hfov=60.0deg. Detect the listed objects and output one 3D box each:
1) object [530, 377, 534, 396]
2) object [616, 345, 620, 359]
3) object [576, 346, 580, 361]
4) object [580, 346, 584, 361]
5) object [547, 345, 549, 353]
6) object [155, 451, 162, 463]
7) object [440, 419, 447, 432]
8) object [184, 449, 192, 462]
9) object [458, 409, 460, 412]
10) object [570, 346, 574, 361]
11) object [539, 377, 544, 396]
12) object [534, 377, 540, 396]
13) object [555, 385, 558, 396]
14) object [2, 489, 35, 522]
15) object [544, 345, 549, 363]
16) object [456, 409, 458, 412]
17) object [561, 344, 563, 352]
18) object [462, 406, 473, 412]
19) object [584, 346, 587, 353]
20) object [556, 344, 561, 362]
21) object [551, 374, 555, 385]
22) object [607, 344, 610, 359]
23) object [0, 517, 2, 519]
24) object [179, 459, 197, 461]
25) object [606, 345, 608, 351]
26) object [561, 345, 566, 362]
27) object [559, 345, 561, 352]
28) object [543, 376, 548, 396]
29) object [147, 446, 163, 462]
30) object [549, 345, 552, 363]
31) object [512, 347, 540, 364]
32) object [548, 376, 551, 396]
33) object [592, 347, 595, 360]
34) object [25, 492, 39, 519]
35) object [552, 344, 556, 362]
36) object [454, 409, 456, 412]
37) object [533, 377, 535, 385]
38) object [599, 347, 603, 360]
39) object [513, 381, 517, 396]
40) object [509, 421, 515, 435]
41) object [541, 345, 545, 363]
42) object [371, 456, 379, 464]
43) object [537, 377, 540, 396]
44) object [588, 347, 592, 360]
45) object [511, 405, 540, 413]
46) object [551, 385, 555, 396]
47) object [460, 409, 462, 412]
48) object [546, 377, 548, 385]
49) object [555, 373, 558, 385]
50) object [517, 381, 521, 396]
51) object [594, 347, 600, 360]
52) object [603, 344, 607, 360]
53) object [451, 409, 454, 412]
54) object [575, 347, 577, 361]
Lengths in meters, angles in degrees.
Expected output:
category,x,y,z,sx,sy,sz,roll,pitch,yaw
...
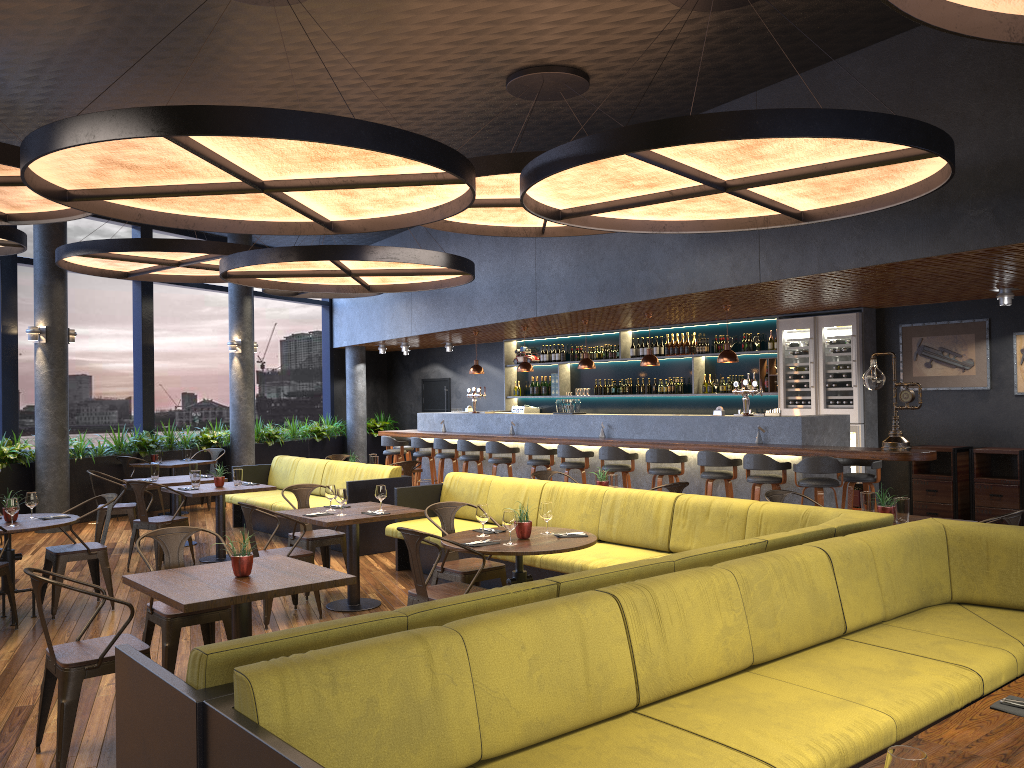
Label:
category,x,y,z,sx,sy,sz,roll,pitch,yaw
object,0.367,0.044,15.836,0.094,0.340,0.094,-1,-1,-18
object,1.717,-0.516,14.254,0.088,0.224,0.088,-1,-1,-25
object,1.113,-0.512,14.982,0.063,0.254,0.063,-1,-1,22
object,1.178,-0.515,14.875,0.063,0.254,0.063,-1,-1,-22
object,0.620,-0.525,15.683,0.085,0.310,0.086,-1,-1,1
object,-5.204,1.074,13.050,0.102,0.178,0.102,-1,-1,32
object,-1.120,0.677,14.424,0.114,0.203,0.069,-1,-1,8
object,-4.859,1.072,13.298,0.102,0.178,0.102,-2,-1,42
object,-0.924,0.457,15.398,0.042,0.059,0.042,0,-1,-42
object,1.016,-0.510,15.052,0.063,0.254,0.063,-1,-1,32
object,0.537,0.041,15.815,0.094,0.340,0.094,-1,-1,-18
object,0.440,0.042,15.769,0.094,0.340,0.094,-1,-1,-26
object,0.812,0.106,15.358,0.080,0.192,0.098,0,-1,-40
object,-3.888,0.933,6.889,0.260,0.271,0.238,-1,-1,-1
object,0.605,-0.527,15.549,0.085,0.310,0.086,-1,-1,-13
object,-0.951,0.457,15.354,0.042,0.059,0.042,0,-1,-42
object,0.876,-0.533,15.377,0.085,0.310,0.086,-1,-1,1
object,-0.557,0.432,15.763,0.766,0.106,0.200,0,-1,-40
object,1.239,-0.514,14.972,0.063,0.254,0.063,-1,-1,-2
object,0.803,-0.533,15.316,0.085,0.310,0.086,-1,-1,-7
object,0.745,-0.084,15.439,0.080,0.192,0.098,0,-1,-40
object,1.596,-0.525,14.543,0.063,0.254,0.063,-1,-1,-12
object,-4.169,1.068,7.046,0.255,0.019,0.157,-1,-1,28
object,-4.903,1.155,13.465,0.255,0.019,0.157,-1,-1,26
object,1.561,-0.523,14.624,0.063,0.254,0.063,0,-1,-32
object,0.882,-0.517,15.230,0.083,0.301,0.083,0,-1,-33
object,0.816,-0.531,15.452,0.085,0.310,0.086,-1,-1,-13
object,0.584,0.038,15.615,0.094,0.340,0.094,-1,-1,0
object,-5.376,1.034,13.310,0.260,0.271,0.238,0,-1,-38
object,0.680,-0.527,15.606,0.085,0.310,0.086,-1,-1,-29
object,0.248,-0.518,16.083,0.229,0.319,0.579,0,-1,-40
object,0.678,0.037,15.664,0.094,0.340,0.094,-1,-1,-18
object,1.364,-0.500,14.776,0.068,0.217,0.068,-1,-1,-20
object,-3.838,0.970,7.087,0.097,0.206,0.097,-1,-1,22
object,0.738,-0.531,15.397,0.085,0.310,0.086,-1,-1,-21
object,-0.992,0.457,15.333,0.042,0.059,0.042,0,-1,-42
object,0.387,0.045,15.962,0.094,0.340,0.094,-1,-1,-4
object,1.488,-0.507,14.693,0.088,0.224,0.088,-2,-1,45
object,0.065,0.086,16.321,0.079,0.281,0.079,-1,-1,-21
object,0.006,0.643,13.101,0.114,0.203,0.069,-1,-1,11
object,0.547,-0.525,15.621,0.085,0.310,0.086,-1,-1,-7
object,-1.724,0.997,11.139,0.102,0.178,0.102,-1,-1,36
object,0.460,0.043,15.885,0.094,0.340,0.094,0,-1,-34
object,1.287,-0.500,14.723,0.068,0.217,0.068,-1,-1,40
object,0.181,0.658,15.912,0.550,0.569,0.355,0,-1,-40
object,0.747,0.108,15.436,0.080,0.192,0.098,0,-1,-40
object,-0.885,0.457,15.429,0.042,0.059,0.042,0,-1,-42
object,0.601,0.039,15.741,0.094,0.340,0.094,0,-1,-30
object,0.809,-0.086,15.360,0.080,0.192,0.098,0,-1,-40
object,0.126,0.084,16.254,0.079,0.281,0.079,0,-1,-36
object,1.401,-0.506,14.632,0.088,0.224,0.088,-2,-1,45
object,1.520,-0.524,14.496,0.063,0.254,0.063,-1,-1,8
object,-1.029,0.458,15.303,0.042,0.059,0.042,0,-1,-42
object,1.106,-0.511,15.112,0.063,0.254,0.063,-1,-1,27
